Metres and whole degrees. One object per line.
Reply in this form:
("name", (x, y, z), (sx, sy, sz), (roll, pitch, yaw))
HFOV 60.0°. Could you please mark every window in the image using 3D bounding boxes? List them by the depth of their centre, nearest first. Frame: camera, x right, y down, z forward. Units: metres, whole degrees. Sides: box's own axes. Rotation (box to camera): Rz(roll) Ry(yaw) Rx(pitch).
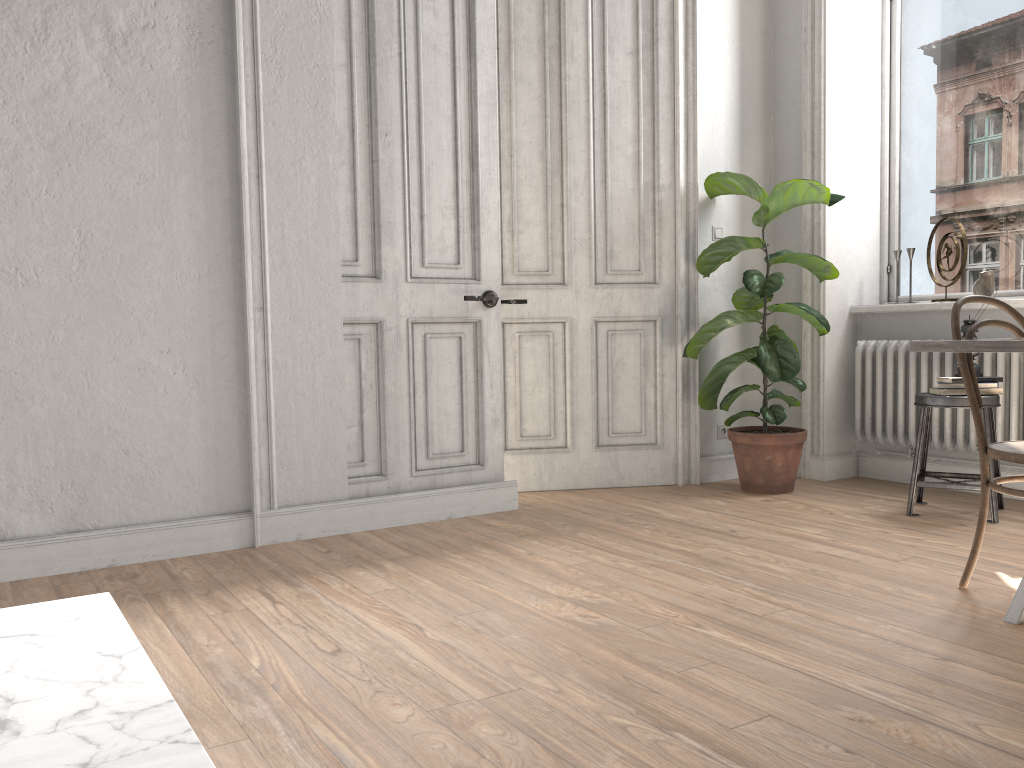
("window", (2.556, -1.876, 4.169), (0.013, 2.844, 1.622), (-3, 4, -32))

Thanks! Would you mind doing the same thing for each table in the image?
("table", (-0.819, 0.584, 0.942), (0.849, 0.392, 0.849), (-3, 4, -32))
("table", (2.170, 0.284, 1.868), (1.100, 0.780, 2.199), (-3, 4, -32))

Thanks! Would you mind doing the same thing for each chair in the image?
("chair", (1.633, 0.181, 2.678), (0.438, 0.921, 0.549), (-3, 4, -24))
("chair", (1.954, 0.305, 3.900), (0.364, 0.523, 0.360), (1, 4, 32))

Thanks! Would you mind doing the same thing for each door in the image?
("door", (-0.540, -0.794, 3.839), (1.096, 2.816, 0.216), (-3, 4, -30))
("door", (0.358, -0.852, 4.593), (1.097, 2.816, 0.216), (-2, 4, -7))

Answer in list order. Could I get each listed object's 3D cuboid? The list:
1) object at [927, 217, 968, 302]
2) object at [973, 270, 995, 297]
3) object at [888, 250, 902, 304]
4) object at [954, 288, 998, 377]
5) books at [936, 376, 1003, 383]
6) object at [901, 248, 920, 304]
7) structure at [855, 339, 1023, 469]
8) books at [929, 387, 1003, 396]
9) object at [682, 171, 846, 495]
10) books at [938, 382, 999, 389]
("object", (2.205, -0.628, 4.492), (0.087, 0.425, 0.347), (-1, 3, 1))
("object", (2.307, -0.480, 4.335), (0.100, 0.142, 0.102), (1, 4, 33))
("object", (2.076, -0.573, 4.776), (0.095, 0.289, 0.095), (-1, 4, 0))
("object", (2.021, -0.222, 3.866), (0.163, 0.383, 0.154), (1, 4, 32))
("books", (1.995, -0.019, 3.873), (0.221, 0.027, 0.147), (-1, 3, 0))
("object", (2.089, -0.566, 4.646), (0.095, 0.289, 0.095), (-2, 4, -9))
("structure", (3.159, -1.616, 2.451), (0.340, 4.476, 5.180), (-3, 4, -32))
("books", (1.986, 0.029, 3.885), (0.246, 0.034, 0.194), (-1, 3, 8))
("object", (2.426, -0.272, 2.216), (0.792, 1.843, 5.825), (-3, 4, -27))
("books", (1.994, 0.004, 3.875), (0.232, 0.029, 0.162), (1, 4, 29))
